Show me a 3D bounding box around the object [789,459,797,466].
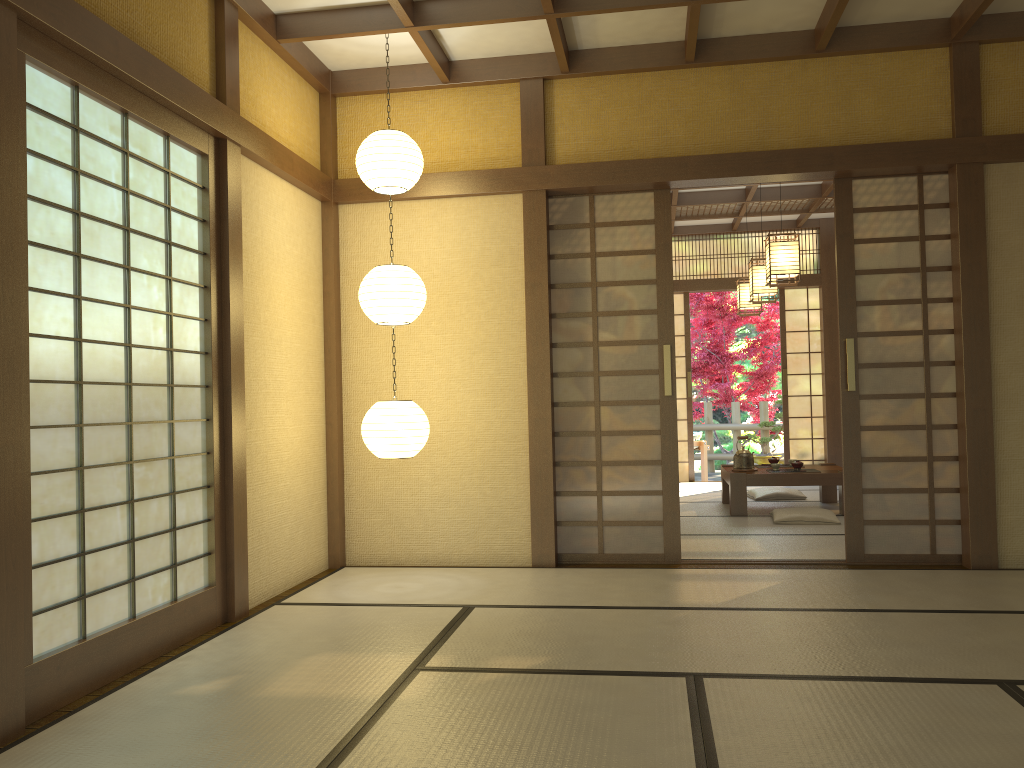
[{"bbox_3d":[2.516,0.703,7.940,0.073,0.052,0.074,0,-2,-38],"label":"object"}]

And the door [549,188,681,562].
[{"bbox_3d":[0.367,-0.058,5.365,1.230,2.265,0.076,-2,-1,9],"label":"door"}]

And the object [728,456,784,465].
[{"bbox_3d":[3.622,1.128,12.207,1.260,0.276,1.147,-2,-1,5],"label":"object"}]

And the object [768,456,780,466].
[{"bbox_3d":[2.343,0.690,7.937,0.100,0.080,0.100,-2,-1,9],"label":"object"}]

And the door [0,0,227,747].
[{"bbox_3d":[-1.590,-0.048,2.671,0.140,2.230,2.890,-2,-1,9],"label":"door"}]

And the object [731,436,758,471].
[{"bbox_3d":[1.989,0.593,7.600,0.219,0.296,0.226,-2,-1,4],"label":"object"}]

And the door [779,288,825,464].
[{"bbox_3d":[4.079,-0.007,10.172,1.894,2.380,0.073,-2,-1,9],"label":"door"}]

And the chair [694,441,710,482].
[{"bbox_3d":[2.039,0.969,11.363,0.704,0.598,0.698,-1,-2,-35],"label":"chair"}]

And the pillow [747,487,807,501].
[{"bbox_3d":[2.517,1.052,8.492,0.496,0.107,0.486,-1,-1,2],"label":"pillow"}]

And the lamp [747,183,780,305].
[{"bbox_3d":[2.193,-1.264,7.776,0.240,1.129,0.240,-2,-1,9],"label":"lamp"}]

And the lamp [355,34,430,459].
[{"bbox_3d":[-0.645,-0.754,4.745,0.363,2.297,0.363,-2,-1,9],"label":"lamp"}]

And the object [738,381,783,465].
[{"bbox_3d":[3.665,0.575,12.223,1.032,1.362,0.586,-2,-2,35],"label":"object"}]

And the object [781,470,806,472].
[{"bbox_3d":[2.312,0.715,7.277,0.200,0.008,0.008,-2,-1,7],"label":"object"}]

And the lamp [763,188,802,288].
[{"bbox_3d":[2.010,-1.286,6.626,0.240,1.129,0.240,-2,-1,9],"label":"lamp"}]

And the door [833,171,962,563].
[{"bbox_3d":[2.505,-0.118,5.026,1.230,2.265,0.076,-2,-1,9],"label":"door"}]

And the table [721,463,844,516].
[{"bbox_3d":[2.356,0.898,7.652,1.000,0.350,1.000,-2,-1,9],"label":"table"}]

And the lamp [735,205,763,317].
[{"bbox_3d":[2.376,-1.242,8.926,0.240,1.129,0.240,-2,-1,9],"label":"lamp"}]

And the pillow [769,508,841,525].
[{"bbox_3d":[2.260,1.022,6.874,0.486,0.107,0.496,-2,-1,13],"label":"pillow"}]

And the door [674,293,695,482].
[{"bbox_3d":[1.194,0.074,10.629,1.894,2.380,0.073,-2,-1,9],"label":"door"}]

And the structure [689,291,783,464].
[{"bbox_3d":[3.038,-0.555,13.827,3.412,4.004,3.045,-3,-2,42],"label":"structure"}]

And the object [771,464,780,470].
[{"bbox_3d":[2.224,0.699,7.473,0.073,0.052,0.074,0,-2,-38],"label":"object"}]

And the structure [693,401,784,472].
[{"bbox_3d":[3.725,0.798,12.852,7.456,1.136,0.245,-2,-1,9],"label":"structure"}]

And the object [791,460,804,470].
[{"bbox_3d":[2.381,0.677,7.398,0.100,0.080,0.100,-2,-1,9],"label":"object"}]

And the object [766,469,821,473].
[{"bbox_3d":[2.341,0.724,7.391,0.400,0.007,0.300,-2,-1,9],"label":"object"}]

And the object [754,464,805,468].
[{"bbox_3d":[2.396,0.736,7.957,0.400,0.007,0.300,-2,-1,9],"label":"object"}]
